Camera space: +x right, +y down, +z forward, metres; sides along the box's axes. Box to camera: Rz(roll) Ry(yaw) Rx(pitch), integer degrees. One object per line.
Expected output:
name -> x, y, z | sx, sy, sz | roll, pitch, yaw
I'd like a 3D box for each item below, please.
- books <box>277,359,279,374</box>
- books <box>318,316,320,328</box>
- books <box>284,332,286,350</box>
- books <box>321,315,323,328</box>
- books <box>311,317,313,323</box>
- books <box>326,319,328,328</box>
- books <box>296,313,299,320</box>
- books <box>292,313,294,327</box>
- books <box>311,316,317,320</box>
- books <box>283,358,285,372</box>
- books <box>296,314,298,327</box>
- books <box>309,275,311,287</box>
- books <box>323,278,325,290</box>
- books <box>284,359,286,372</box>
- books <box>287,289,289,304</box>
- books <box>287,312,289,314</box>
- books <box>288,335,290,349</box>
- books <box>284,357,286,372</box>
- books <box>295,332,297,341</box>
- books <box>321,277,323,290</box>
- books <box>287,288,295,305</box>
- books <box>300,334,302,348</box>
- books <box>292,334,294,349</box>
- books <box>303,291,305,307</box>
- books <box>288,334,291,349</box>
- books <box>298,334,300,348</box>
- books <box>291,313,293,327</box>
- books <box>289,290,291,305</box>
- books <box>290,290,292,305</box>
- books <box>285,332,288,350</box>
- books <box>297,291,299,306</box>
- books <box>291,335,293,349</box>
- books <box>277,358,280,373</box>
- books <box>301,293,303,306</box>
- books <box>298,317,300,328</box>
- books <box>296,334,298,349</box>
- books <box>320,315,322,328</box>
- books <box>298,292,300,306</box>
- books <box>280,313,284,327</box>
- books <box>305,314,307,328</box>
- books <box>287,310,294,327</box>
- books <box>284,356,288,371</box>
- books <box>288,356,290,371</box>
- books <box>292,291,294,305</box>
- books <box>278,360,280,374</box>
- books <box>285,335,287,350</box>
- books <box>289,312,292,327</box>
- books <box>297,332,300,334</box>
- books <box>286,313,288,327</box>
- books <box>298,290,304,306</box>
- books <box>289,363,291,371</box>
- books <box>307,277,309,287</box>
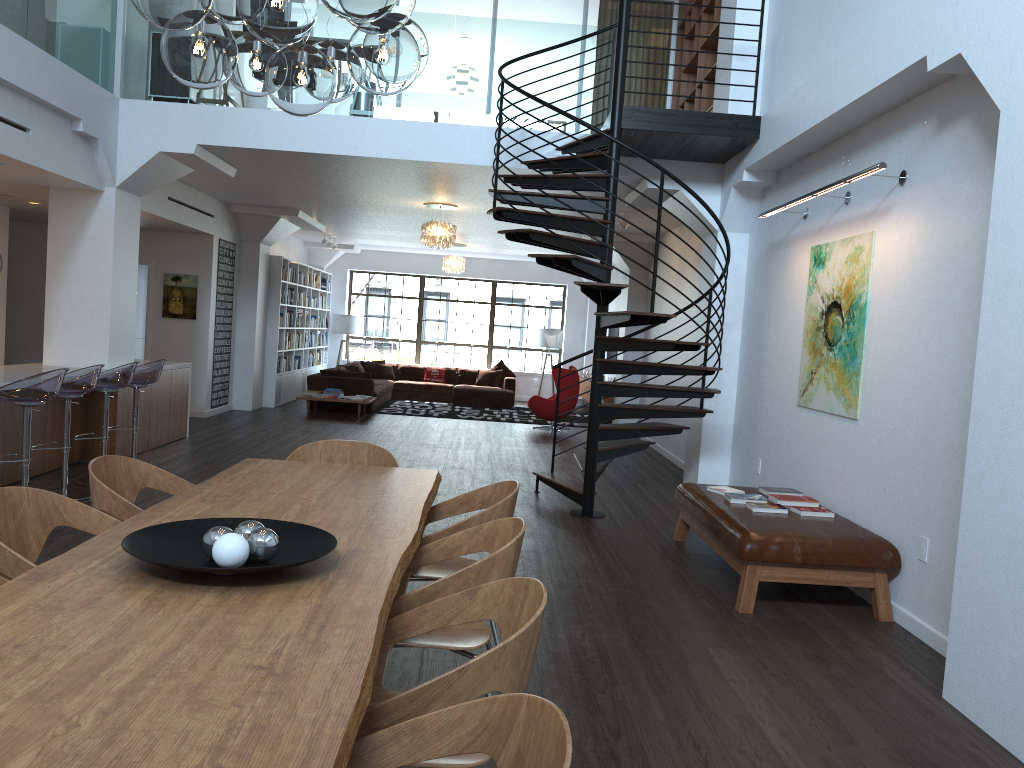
books -> -3.860, -0.291, 14.327 | 0.174, 0.240, 0.054 | 4, 3, -2
books -> -3.898, -1.236, 17.525 | 0.174, 0.240, 0.054 | 4, 3, -2
books -> -3.833, -0.720, 14.696 | 0.140, 0.298, 0.044 | 4, 3, -2
books -> -3.913, -1.264, 17.875 | 0.183, 0.253, 0.042 | 4, 3, -2
books -> -3.877, -1.182, 16.917 | 0.140, 0.206, 0.042 | 4, 3, -2
books -> -3.923, -1.278, 18.440 | 0.182, 0.215, 0.188 | 4, 3, -2
books -> -3.855, -1.128, 15.621 | 0.183, 0.253, 0.042 | 4, 3, -2
books -> -3.827, -1.099, 15.174 | 0.182, 0.253, 0.034 | 4, 3, -2
books -> -3.884, -1.216, 17.284 | 0.140, 0.231, 0.042 | 4, 3, -2
books -> -3.884, -0.315, 14.768 | 0.176, 0.231, 0.053 | 4, 3, -2
books -> -3.842, -1.114, 15.510 | 0.174, 0.240, 0.054 | 4, 3, -2
books -> -3.819, -1.909, 16.420 | 0.161, 0.223, 0.032 | 4, 3, -2
books -> -3.865, -2.011, 17.809 | 0.183, 0.253, 0.042 | 4, 3, -2
books -> -3.875, -0.306, 14.844 | 0.161, 0.223, 0.030 | 4, 3, -2
books -> -3.806, -1.451, 14.723 | 0.183, 0.253, 0.042 | 4, 3, -2
books -> -3.830, -1.079, 14.845 | 0.159, 0.250, 0.026 | 4, 3, -2
books -> -3.859, -0.716, 15.041 | 0.171, 0.246, 0.057 | 4, 3, -2
books -> -3.885, -0.334, 14.879 | 0.183, 0.253, 0.042 | 4, 3, -2
books -> -3.870, -0.769, 15.555 | 0.176, 0.290, 0.053 | 4, 3, -2
books -> -3.865, -2.001, 17.635 | 0.183, 0.253, 0.042 | 4, 3, -2
books -> -3.830, -1.495, 15.186 | 0.198, 0.284, 0.049 | 4, 3, -2
books -> -3.890, -0.777, 15.974 | 0.183, 0.253, 0.034 | 4, 3, -2
books -> -3.864, -0.736, 15.292 | 0.183, 0.253, 0.034 | 4, 3, -2
books -> -3.839, -1.542, 15.966 | 0.197, 0.283, 0.065 | 4, 3, -2
books -> -3.864, -0.725, 15.123 | 0.183, 0.253, 0.034 | 4, 3, -2
books -> -3.871, -0.765, 15.794 | 0.183, 0.253, 0.034 | 4, 3, -2
books -> -3.829, -1.089, 15.101 | 0.174, 0.239, 0.045 | 4, 3, -2
books -> -3.811, -1.457, 14.888 | 0.171, 0.246, 0.039 | 4, 3, -2
books -> -3.817, -1.465, 14.961 | 0.183, 0.253, 0.042 | 4, 3, -2
books -> -3.860, -0.731, 14.914 | 0.176, 0.290, 0.053 | 4, 3, -2
books -> -3.808, -1.492, 15.409 | 0.182, 0.253, 0.034 | 4, 3, -2
books -> -3.866, -0.732, 15.263 | 0.160, 0.250, 0.026 | 4, 3, -2
books -> -3.873, -0.305, 14.439 | 0.183, 0.253, 0.042 | 4, 3, -2
books -> -3.827, -1.511, 15.831 | 0.174, 0.239, 0.045 | 4, 3, -2
books -> -3.849, -1.111, 15.743 | 0.161, 0.207, 0.135 | 4, 3, -2
books -> -3.872, -0.754, 15.599 | 0.183, 0.253, 0.034 | 4, 3, -2
books -> -3.916, -1.262, 17.789 | 0.180, 0.259, 0.042 | 4, 3, -2
books -> -3.818, -1.503, 15.582 | 0.182, 0.253, 0.034 | 4, 3, -2
books -> -3.808, -1.046, 14.481 | 0.140, 0.231, 0.042 | 4, 3, -2
books -> -3.863, -1.167, 16.289 | 0.174, 0.251, 0.051 | 4, 3, -2
books -> -3.838, -1.122, 15.235 | 0.176, 0.294, 0.102 | 4, 3, -2
books -> -3.891, -0.344, 15.031 | 0.180, 0.259, 0.042 | 4, 3, -2
books -> -3.887, -0.346, 15.118 | 0.183, 0.253, 0.042 | 4, 3, -2
books -> -3.810, -1.465, 15.074 | 0.174, 0.240, 0.054 | 4, 3, -2
books -> -3.859, -0.287, 14.403 | 0.161, 0.223, 0.032 | 4, 3, -2
books -> -3.857, -0.704, 14.832 | 0.171, 0.246, 0.057 | 4, 3, -2
books -> -3.827, -1.089, 15.000 | 0.182, 0.253, 0.034 | 4, 3, -2
books -> -3.880, -0.786, 15.827 | 0.176, 0.290, 0.036 | 4, 3, -2
books -> -3.822, -1.068, 14.752 | 0.174, 0.239, 0.045 | 4, 3, -2
books -> -3.833, -1.541, 15.906 | 0.176, 0.290, 0.053 | 4, 3, -2
books -> -3.891, -0.343, 15.208 | 0.174, 0.236, 0.142 | 4, 3, -2
books -> -3.820, -1.905, 16.253 | 0.174, 0.236, 0.136 | 4, 3, -2
